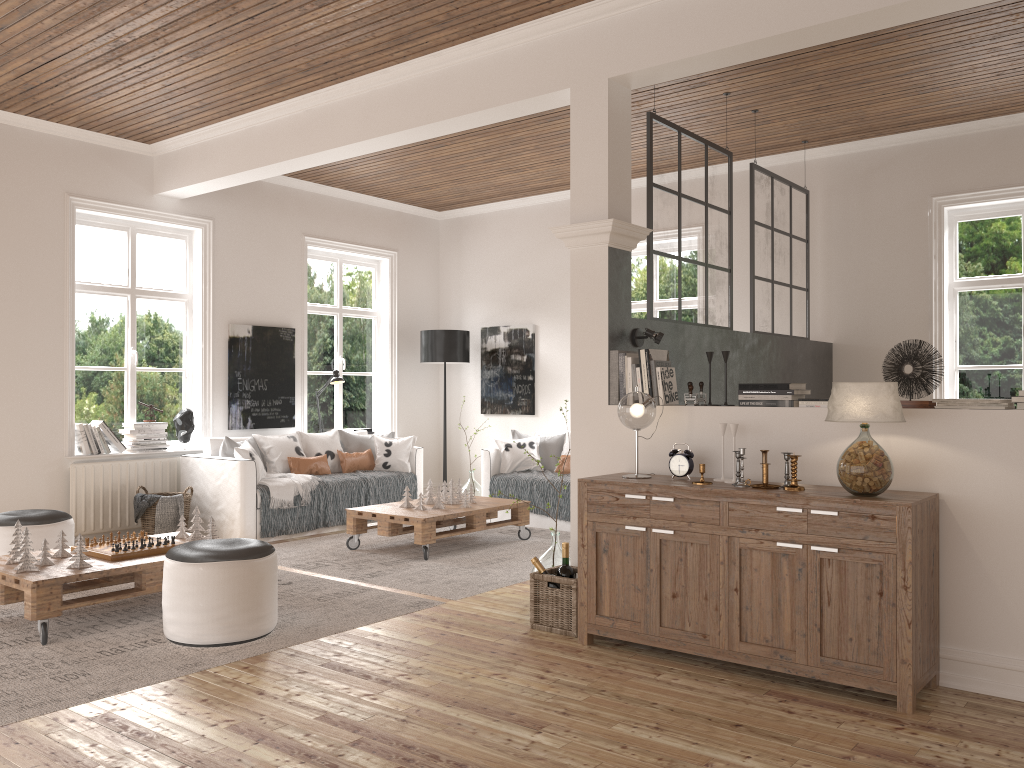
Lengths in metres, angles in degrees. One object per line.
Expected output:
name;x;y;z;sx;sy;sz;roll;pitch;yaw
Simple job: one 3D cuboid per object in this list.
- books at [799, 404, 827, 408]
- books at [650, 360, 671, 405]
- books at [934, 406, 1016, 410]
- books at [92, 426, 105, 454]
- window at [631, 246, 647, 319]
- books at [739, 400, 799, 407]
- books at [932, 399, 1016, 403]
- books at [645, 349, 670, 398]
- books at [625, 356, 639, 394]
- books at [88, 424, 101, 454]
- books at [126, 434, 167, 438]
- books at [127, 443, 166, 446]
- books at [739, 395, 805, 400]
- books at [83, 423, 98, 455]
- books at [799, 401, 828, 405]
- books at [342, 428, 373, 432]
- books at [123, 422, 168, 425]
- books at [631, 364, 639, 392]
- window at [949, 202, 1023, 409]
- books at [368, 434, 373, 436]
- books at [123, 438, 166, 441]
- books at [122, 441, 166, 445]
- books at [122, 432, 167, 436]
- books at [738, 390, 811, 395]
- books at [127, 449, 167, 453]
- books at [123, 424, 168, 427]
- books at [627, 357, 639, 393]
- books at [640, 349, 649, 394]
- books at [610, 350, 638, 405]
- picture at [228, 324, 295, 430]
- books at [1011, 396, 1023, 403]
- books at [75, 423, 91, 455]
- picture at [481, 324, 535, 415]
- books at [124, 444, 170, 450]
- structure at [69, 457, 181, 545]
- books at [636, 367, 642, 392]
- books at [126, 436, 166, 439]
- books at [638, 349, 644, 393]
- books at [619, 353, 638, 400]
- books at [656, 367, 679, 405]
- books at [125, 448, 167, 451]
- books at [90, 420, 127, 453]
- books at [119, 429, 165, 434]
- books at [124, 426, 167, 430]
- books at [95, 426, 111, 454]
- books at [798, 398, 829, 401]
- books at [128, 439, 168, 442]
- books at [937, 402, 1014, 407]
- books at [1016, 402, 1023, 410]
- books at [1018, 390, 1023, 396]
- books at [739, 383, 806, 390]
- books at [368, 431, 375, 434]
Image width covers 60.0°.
books;1.401;0.096;3.846;0.253;0.014;0.187;0;-1;38
books;0.740;-0.006;4.359;0.047;0.219;0.171;0;-1;38
books;1.831;0.093;3.509;0.251;0.012;0.202;0;-1;40
books;-3.192;0.424;6.761;0.161;0.218;0.101;0;-1;38
window;1.301;-0.362;8.261;1.055;1.872;0.120;0;-1;38
books;1.190;0.088;4.018;0.258;0.032;0.191;0;-1;40
books;1.835;0.066;3.516;0.187;0.014;0.253;0;-1;-42
books;0.728;-0.033;4.386;0.048;0.274;0.210;0;-1;38
books;0.629;-0.017;4.461;0.019;0.243;0.205;0;-1;38
books;-3.207;0.417;6.736;0.152;0.232;0.104;0;-1;38
books;-2.924;0.413;7.097;0.167;0.017;0.263;0;-1;38
books;-2.925;0.481;7.093;0.161;0.013;0.254;0;-1;38
books;1.179;0.060;4.018;0.242;0.023;0.191;0;-1;36
books;-3.225;0.415;6.709;0.172;0.235;0.112;0;-1;38
books;1.399;0.082;3.849;0.248;0.014;0.187;0;-1;36
books;-1.539;0.461;8.818;0.190;0.028;0.239;0;-1;40
books;-2.925;0.316;7.073;0.182;0.016;0.288;0;-1;38
books;0.646;0.003;4.406;0.044;0.203;0.141;0;-1;38
window;3.706;-0.378;6.362;1.055;1.872;0.120;0;-1;38
books;-1.535;0.509;8.815;0.191;0.023;0.242;0;-1;36
books;-2.934;0.441;7.081;0.159;0.012;0.285;0;-1;38
books;-2.947;0.468;7.089;0.182;0.016;0.288;0;-1;38
books;-2.941;0.397;7.098;0.182;0.016;0.288;0;-1;38
books;1.191;0.038;4.020;0.258;0.023;0.212;0;-1;38
books;-2.920;0.532;7.089;0.161;0.012;0.254;0;-1;38
books;-2.930;0.332;7.084;0.182;0.016;0.288;0;-1;38
books;0.643;-0.014;4.451;0.031;0.236;0.200;0;-1;38
books;0.709;-0.032;4.399;0.054;0.272;0.200;0;-1;38
books;0.570;-0.031;4.503;0.050;0.271;0.200;0;-1;38
picture;-2.213;-0.058;7.871;0.041;0.908;0.680;0;-1;38
books;2.045;0.058;3.342;0.258;0.023;0.212;0;-1;38
books;-3.260;0.413;6.681;0.172;0.239;0.093;0;-1;38
picture;-0.047;-0.142;9.093;0.680;0.908;0.041;0;-1;38
books;-2.932;0.499;7.083;0.176;0.025;0.331;0;-1;38
structure;-2.876;0.997;6.982;0.095;0.829;1.223;0;-1;38
books;0.662;0.011;4.388;0.042;0.185;0.125;0;-1;38
books;-2.922;0.428;7.086;0.161;0.012;0.254;0;-1;38
books;0.693;-0.033;4.408;0.038;0.274;0.200;0;-1;38
books;0.606;-0.024;4.472;0.046;0.257;0.193;0;-1;38
books;0.761;0.011;4.342;0.045;0.185;0.152;0;-1;38
books;-2.926;0.519;7.074;0.159;0.012;0.285;0;-1;38
books;-3.125;0.407;6.845;0.176;0.255;0.226;0;-1;38
books;-2.955;0.375;7.080;0.180;0.028;0.296;0;-1;38
books;-2.930;0.351;7.086;0.174;0.021;0.273;0;-1;38
books;-3.164;0.428;6.788;0.161;0.213;0.118;0;-1;38
books;1.405;0.069;3.853;0.251;0.012;0.202;0;-1;40
books;-2.914;0.453;7.093;0.161;0.013;0.256;0;-1;38
books;1.837;0.080;3.513;0.248;0.014;0.187;0;-1;36
books;2.054;0.083;3.339;0.239;0.028;0.190;0;-1;40
books;2.057;0.035;3.344;0.242;0.023;0.191;0;-1;35
books;1.182;0.012;4.023;0.239;0.028;0.190;0;-1;40
books;-1.536;0.486;8.827;0.212;0.023;0.258;0;-1;38
